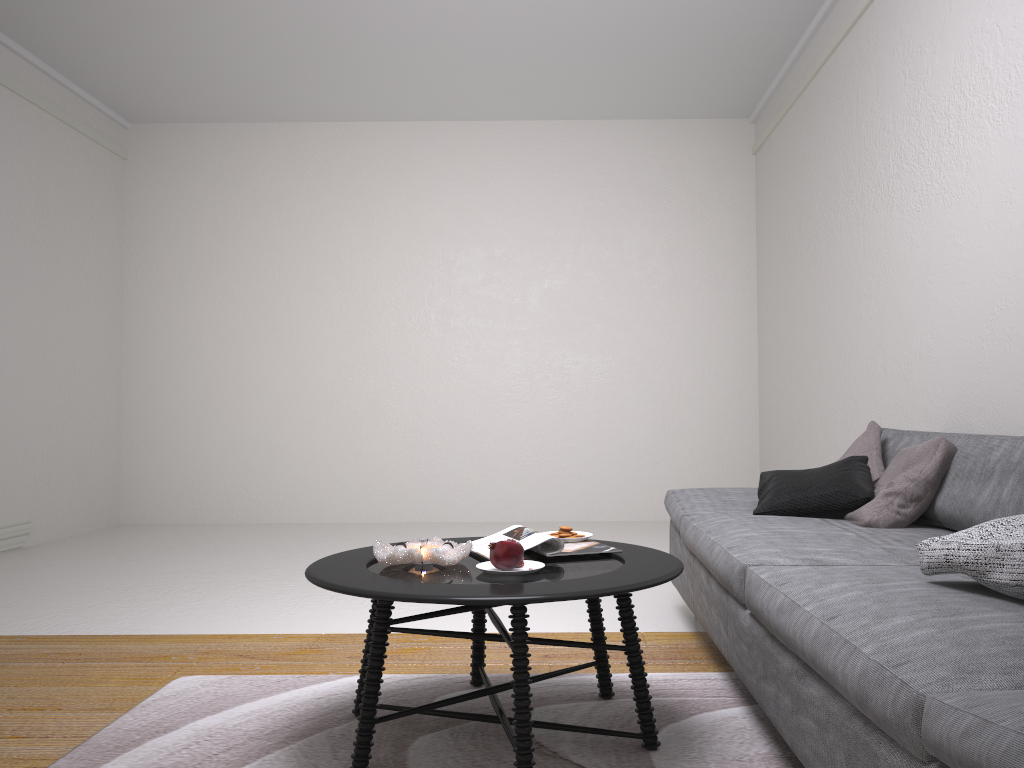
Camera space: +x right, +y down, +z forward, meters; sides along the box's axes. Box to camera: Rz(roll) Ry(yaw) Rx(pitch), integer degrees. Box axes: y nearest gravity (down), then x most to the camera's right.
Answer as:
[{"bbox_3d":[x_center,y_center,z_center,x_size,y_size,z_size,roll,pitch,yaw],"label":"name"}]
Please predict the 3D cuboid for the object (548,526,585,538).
[{"bbox_3d":[0.155,0.438,2.611,0.122,0.036,0.117,1,-3,-37],"label":"object"}]

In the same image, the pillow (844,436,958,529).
[{"bbox_3d":[1.296,0.334,3.027,0.338,0.318,0.423,0,-2,1],"label":"pillow"}]

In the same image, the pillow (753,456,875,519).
[{"bbox_3d":[1.093,0.399,3.213,0.415,0.268,0.407,-1,-2,22],"label":"pillow"}]

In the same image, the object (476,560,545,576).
[{"bbox_3d":[-0.003,0.446,2.143,0.171,0.015,0.164,2,-3,-43],"label":"object"}]

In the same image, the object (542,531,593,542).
[{"bbox_3d":[0.155,0.451,2.609,0.169,0.015,0.166,0,-2,-16],"label":"object"}]

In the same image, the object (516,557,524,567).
[{"bbox_3d":[0.012,0.435,2.197,0.035,0.036,0.044,-1,-2,11],"label":"object"}]

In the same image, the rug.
[{"bbox_3d":[-0.146,0.832,0.914,1.950,0.008,3.710,0,-2,2],"label":"rug"}]

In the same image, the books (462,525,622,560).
[{"bbox_3d":[0.073,0.433,2.468,0.377,0.048,0.301,0,-2,-20],"label":"books"}]

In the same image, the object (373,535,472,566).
[{"bbox_3d":[-0.227,0.429,2.274,0.251,0.062,0.255,-1,-2,9],"label":"object"}]

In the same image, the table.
[{"bbox_3d":[-0.038,0.674,2.251,0.945,0.449,0.943,0,-2,-1],"label":"table"}]

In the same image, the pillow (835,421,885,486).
[{"bbox_3d":[1.301,0.369,3.463,0.347,0.448,0.485,-1,-2,23],"label":"pillow"}]

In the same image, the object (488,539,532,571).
[{"bbox_3d":[-0.008,0.411,2.133,0.108,0.082,0.090,-2,-3,36],"label":"object"}]

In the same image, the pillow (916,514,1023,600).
[{"bbox_3d":[1.081,0.333,1.735,0.409,0.194,0.401,0,-2,-12],"label":"pillow"}]

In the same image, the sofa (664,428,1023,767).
[{"bbox_3d":[1.127,0.516,2.277,1.102,0.772,3.059,0,-2,2],"label":"sofa"}]
